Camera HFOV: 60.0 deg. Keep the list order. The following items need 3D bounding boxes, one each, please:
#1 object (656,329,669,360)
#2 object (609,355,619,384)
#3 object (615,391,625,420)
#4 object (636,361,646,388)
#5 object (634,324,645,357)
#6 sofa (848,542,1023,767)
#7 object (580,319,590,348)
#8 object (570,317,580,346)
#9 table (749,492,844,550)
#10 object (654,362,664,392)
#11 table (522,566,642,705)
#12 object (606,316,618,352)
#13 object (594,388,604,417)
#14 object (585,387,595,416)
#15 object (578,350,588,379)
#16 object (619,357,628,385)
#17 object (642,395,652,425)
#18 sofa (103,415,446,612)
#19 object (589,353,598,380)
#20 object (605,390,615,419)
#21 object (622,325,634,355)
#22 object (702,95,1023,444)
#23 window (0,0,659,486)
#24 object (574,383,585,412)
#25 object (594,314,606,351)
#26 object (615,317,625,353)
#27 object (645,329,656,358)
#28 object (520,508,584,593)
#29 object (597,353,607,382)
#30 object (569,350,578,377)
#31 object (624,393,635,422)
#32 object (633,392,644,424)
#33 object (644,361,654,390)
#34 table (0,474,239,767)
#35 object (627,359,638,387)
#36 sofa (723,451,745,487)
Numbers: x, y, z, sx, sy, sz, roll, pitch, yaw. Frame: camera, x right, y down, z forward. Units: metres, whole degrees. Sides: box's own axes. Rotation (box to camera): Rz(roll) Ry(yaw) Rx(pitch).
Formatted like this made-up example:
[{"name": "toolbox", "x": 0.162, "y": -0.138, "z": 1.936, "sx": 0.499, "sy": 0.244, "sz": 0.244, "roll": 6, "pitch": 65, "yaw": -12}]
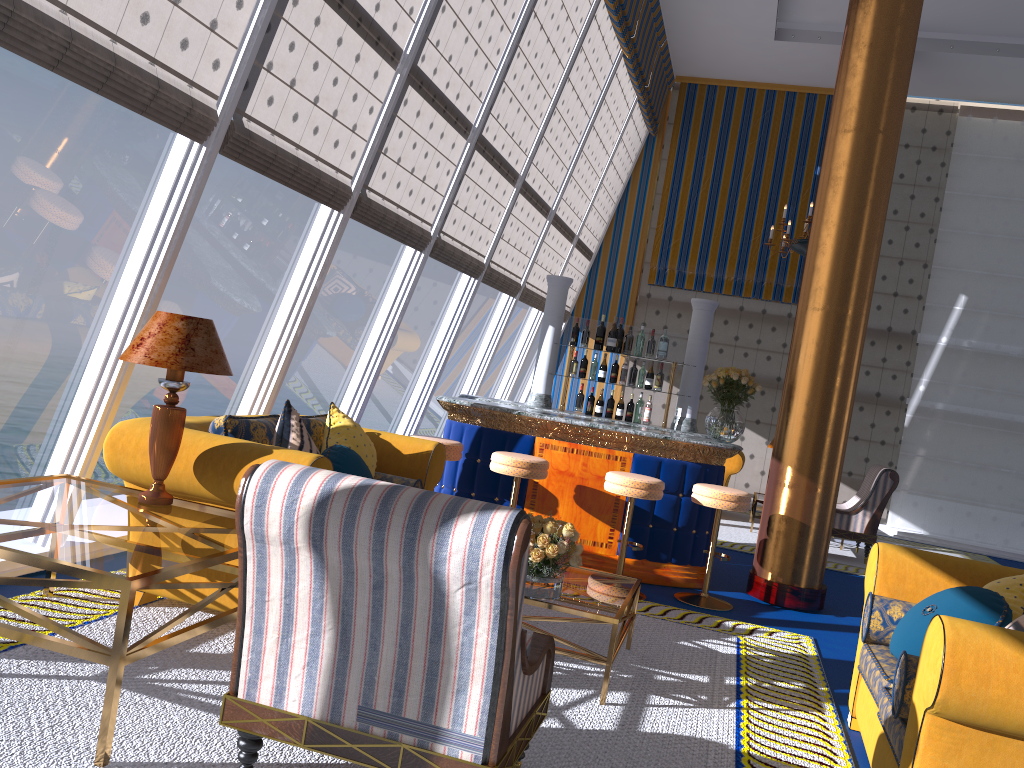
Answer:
[{"name": "object", "x": 1.277, "y": -0.332, "z": 7.470, "sx": 0.092, "sy": 0.259, "sz": 0.091, "roll": 9, "pitch": 1, "yaw": -3}, {"name": "object", "x": 0.869, "y": -0.126, "z": 7.471, "sx": 0.065, "sy": 0.244, "sz": 0.065, "roll": 9, "pitch": 1, "yaw": -5}, {"name": "object", "x": 0.919, "y": 0.183, "z": 7.494, "sx": 0.068, "sy": 0.244, "sz": 0.068, "roll": 9, "pitch": 1, "yaw": -5}, {"name": "object", "x": 1.096, "y": -0.081, "z": 7.475, "sx": 0.059, "sy": 0.230, "sz": 0.058, "roll": 9, "pitch": 1, "yaw": -27}, {"name": "object", "x": 1.078, "y": -0.367, "z": 7.437, "sx": 0.068, "sy": 0.271, "sz": 0.070, "roll": 10, "pitch": 1, "yaw": 25}, {"name": "sofa", "x": 1.855, "y": 1.178, "z": 3.227, "sx": 1.005, "sy": 0.854, "sz": 1.858, "roll": 10, "pitch": 1, "yaw": 16}, {"name": "object", "x": 0.633, "y": -0.431, "z": 7.583, "sx": 0.073, "sy": 0.246, "sz": 0.072, "roll": 9, "pitch": 1, "yaw": -27}, {"name": "object", "x": 0.543, "y": -0.445, "z": 7.560, "sx": 0.065, "sy": 0.244, "sz": 0.066, "roll": 10, "pitch": 1, "yaw": 18}, {"name": "table", "x": 3.220, "y": 1.540, "z": 10.065, "sx": 0.969, "sy": 0.369, "sz": 0.911, "roll": 10, "pitch": 1, "yaw": 14}, {"name": "object", "x": 1.242, "y": -0.061, "z": 7.444, "sx": 0.071, "sy": 0.244, "sz": 0.072, "roll": 10, "pitch": 1, "yaw": 35}, {"name": "table", "x": 0.067, "y": 1.104, "z": 4.275, "sx": 0.969, "sy": 0.369, "sz": 0.911, "roll": 10, "pitch": 1, "yaw": 14}, {"name": "object", "x": 0.854, "y": -0.419, "z": 7.471, "sx": 0.085, "sy": 0.303, "sz": 0.085, "roll": 9, "pitch": 1, "yaw": 8}, {"name": "object", "x": 0.747, "y": 0.158, "z": 7.503, "sx": 0.068, "sy": 0.244, "sz": 0.068, "roll": 9, "pitch": 1, "yaw": -5}, {"name": "object", "x": 0.669, "y": 0.145, "z": 7.520, "sx": 0.065, "sy": 0.244, "sz": 0.066, "roll": 10, "pitch": 1, "yaw": 18}, {"name": "object", "x": 0.610, "y": -0.169, "z": 7.499, "sx": 0.065, "sy": 0.244, "sz": 0.065, "roll": 9, "pitch": 1, "yaw": -5}, {"name": "object", "x": 0.944, "y": -0.111, "z": 7.456, "sx": 0.057, "sy": 0.239, "sz": 0.056, "roll": 9, "pitch": 1, "yaw": -12}, {"name": "object", "x": 1.154, "y": 0.219, "z": 7.502, "sx": 0.061, "sy": 0.258, "sz": 0.061, "roll": 10, "pitch": 1, "yaw": 14}, {"name": "sofa", "x": -1.145, "y": 0.650, "z": 4.659, "sx": 0.996, "sy": 0.854, "sz": 1.855, "roll": 10, "pitch": 1, "yaw": 14}, {"name": "object", "x": 0.696, "y": -0.148, "z": 7.493, "sx": 0.059, "sy": 0.230, "sz": 0.058, "roll": 9, "pitch": 1, "yaw": -27}, {"name": "object", "x": 0.833, "y": 0.169, "z": 7.486, "sx": 0.065, "sy": 0.244, "sz": 0.065, "roll": 9, "pitch": 1, "yaw": -5}, {"name": "object", "x": 0.984, "y": -0.368, "z": 7.466, "sx": 0.077, "sy": 0.248, "sz": 0.075, "roll": 9, "pitch": 1, "yaw": -22}, {"name": "object", "x": 3.602, "y": -6.424, "z": 4.418, "sx": 62.803, "sy": 33.607, "sz": 63.736, "roll": 10, "pitch": 1, "yaw": 20}, {"name": "window", "x": -0.822, "y": -1.845, "z": 5.697, "sx": 1.610, "sy": 5.856, "sz": 15.544, "roll": 10, "pitch": 1, "yaw": 14}, {"name": "object", "x": 0.579, "y": 0.113, "z": 7.505, "sx": 0.071, "sy": 0.242, "sz": 0.071, "roll": 9, "pitch": 1, "yaw": -4}, {"name": "object", "x": 0.752, "y": -0.436, "z": 7.496, "sx": 0.080, "sy": 0.303, "sz": 0.082, "roll": 10, "pitch": 1, "yaw": 20}, {"name": "object", "x": 0.907, "y": -0.411, "z": 7.484, "sx": 0.080, "sy": 0.303, "sz": 0.082, "roll": 10, "pitch": 1, "yaw": 31}, {"name": "object", "x": 1.172, "y": -0.340, "z": 7.454, "sx": 0.073, "sy": 0.246, "sz": 0.072, "roll": 9, "pitch": 1, "yaw": -27}, {"name": "object", "x": 0.102, "y": 0.771, "z": 4.167, "sx": 0.455, "sy": 0.388, "sz": 0.502, "roll": 9, "pitch": 1, "yaw": -5}, {"name": "object", "x": 0.772, "y": -0.139, "z": 7.477, "sx": 0.068, "sy": 0.244, "sz": 0.068, "roll": 9, "pitch": 1, "yaw": -5}, {"name": "object", "x": 0.528, "y": -0.172, "z": 7.492, "sx": 0.066, "sy": 0.225, "sz": 0.065, "roll": 9, "pitch": 1, "yaw": -17}, {"name": "object", "x": 1.001, "y": 0.200, "z": 7.495, "sx": 0.065, "sy": 0.244, "sz": 0.065, "roll": 9, "pitch": 1, "yaw": -5}, {"name": "object", "x": 1.078, "y": 0.201, "z": 7.510, "sx": 0.069, "sy": 0.269, "sz": 0.068, "roll": 9, "pitch": 1, "yaw": -25}, {"name": "object", "x": 1.164, "y": -0.074, "z": 7.459, "sx": 0.068, "sy": 0.244, "sz": 0.068, "roll": 9, "pitch": 1, "yaw": -5}, {"name": "table", "x": -1.586, "y": 0.754, "z": 3.258, "sx": 1.231, "sy": 0.550, "sz": 1.157, "roll": 10, "pitch": 1, "yaw": 14}, {"name": "object", "x": 1.022, "y": -0.094, "z": 7.470, "sx": 0.071, "sy": 0.232, "sz": 0.071, "roll": 9, "pitch": 1, "yaw": -7}, {"name": "sofa", "x": 1.914, "y": 1.075, "z": 11.048, "sx": 1.837, "sy": 0.854, "sz": 1.017, "roll": 10, "pitch": 1, "yaw": 15}]
